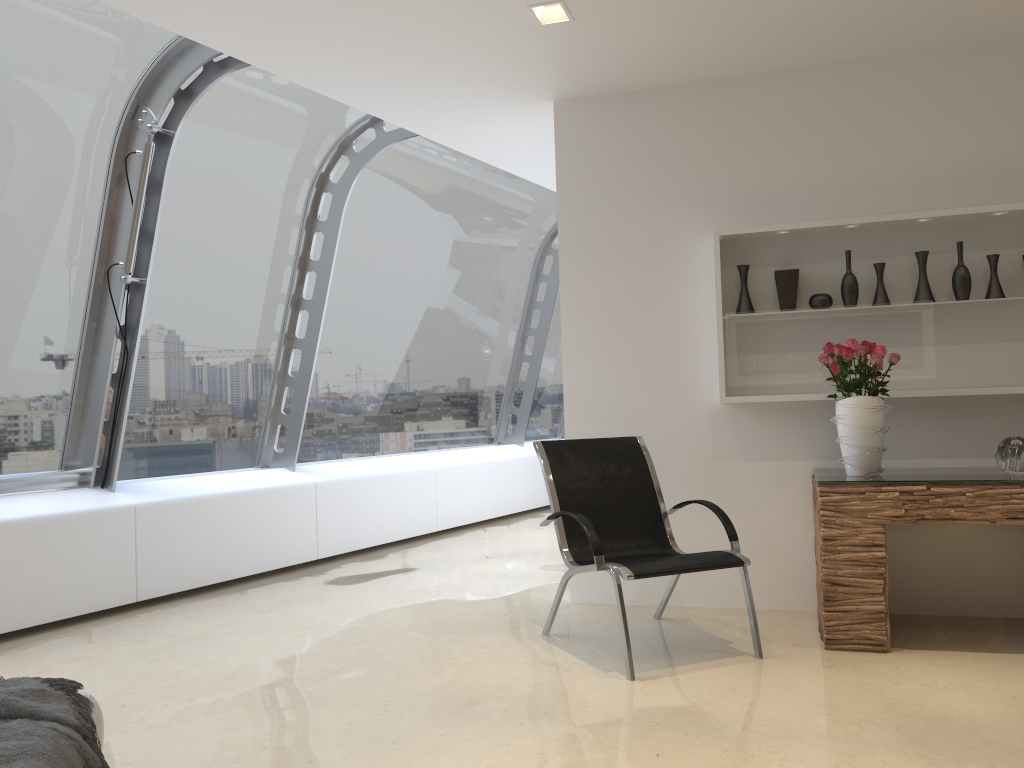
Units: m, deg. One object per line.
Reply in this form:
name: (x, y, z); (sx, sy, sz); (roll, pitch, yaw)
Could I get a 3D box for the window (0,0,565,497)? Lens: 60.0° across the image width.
window: (5.280, -0.367, 4.360); (16.693, 3.674, 16.171); (-3, -2, 23)

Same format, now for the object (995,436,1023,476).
object: (2.237, 0.318, 3.929); (0.175, 0.179, 0.174); (-1, -2, -40)

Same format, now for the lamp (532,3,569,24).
lamp: (4.437, -1.855, 2.628); (9.775, 0.004, 9.928); (-2, -2, 18)

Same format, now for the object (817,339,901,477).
object: (1.654, 0.110, 4.228); (0.327, 0.654, 0.350); (-3, -2, 37)

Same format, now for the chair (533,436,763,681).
chair: (0.591, 0.752, 4.178); (0.752, 0.972, 0.943); (-1, -2, -23)

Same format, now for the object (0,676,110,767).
object: (-1.380, 0.850, 1.896); (1.024, 0.359, 0.825); (-1, -2, -14)

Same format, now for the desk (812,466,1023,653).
desk: (2.163, 0.794, 4.113); (1.436, 0.762, 0.793); (-2, -2, 17)

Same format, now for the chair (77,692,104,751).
chair: (-1.968, 0.891, 1.599); (2.068, 0.690, 1.176); (-2, -2, -12)
